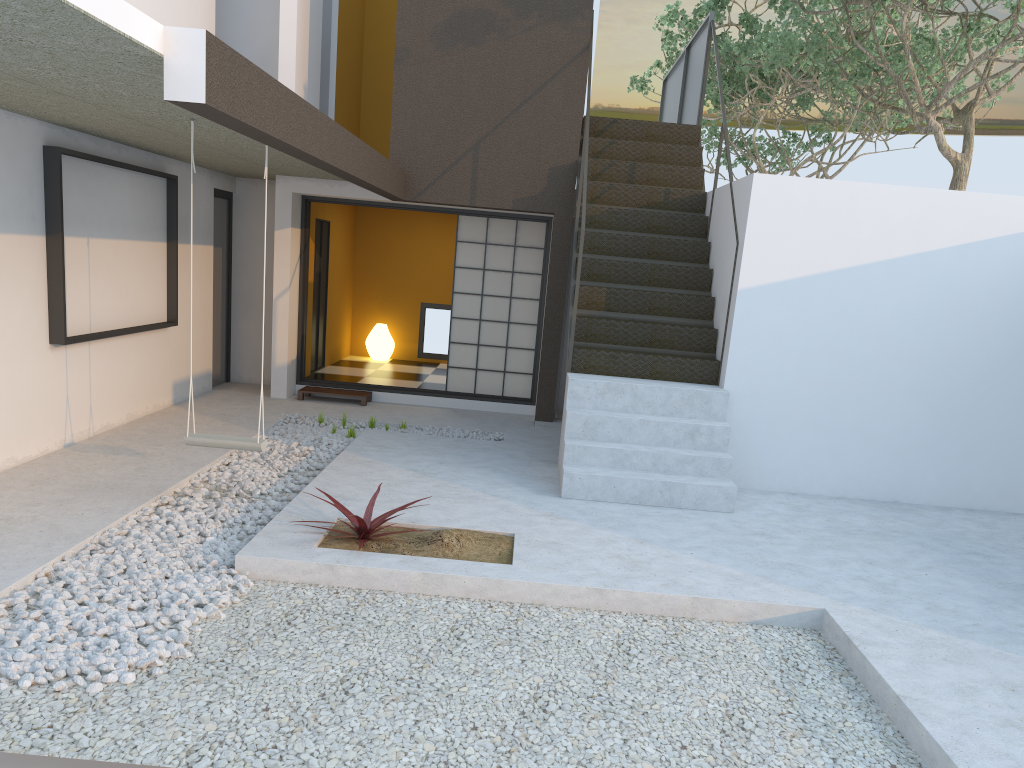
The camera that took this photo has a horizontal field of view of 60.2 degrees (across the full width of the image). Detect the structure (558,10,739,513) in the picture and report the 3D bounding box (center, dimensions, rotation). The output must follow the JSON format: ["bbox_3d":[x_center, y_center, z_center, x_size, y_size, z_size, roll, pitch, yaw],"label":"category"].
[{"bbox_3d":[1.157,-1.579,8.633,1.158,4.023,6.432,5,9,1],"label":"structure"}]

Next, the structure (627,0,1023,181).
[{"bbox_3d":[4.912,-4.304,14.026,5.512,4.798,7.164,1,10,-19],"label":"structure"}]

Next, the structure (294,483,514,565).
[{"bbox_3d":[-0.563,0.775,4.756,1.203,0.297,0.733,5,9,0],"label":"structure"}]

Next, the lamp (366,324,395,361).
[{"bbox_3d":[-1.768,-0.553,11.847,0.387,0.510,0.387,3,11,-10],"label":"lamp"}]

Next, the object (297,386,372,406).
[{"bbox_3d":[-1.840,0.124,9.204,0.703,0.103,0.344,5,8,0],"label":"object"}]

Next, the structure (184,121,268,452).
[{"bbox_3d":[-1.646,-0.537,5.115,0.462,1.905,0.126,5,13,0],"label":"structure"}]

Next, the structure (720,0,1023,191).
[{"bbox_3d":[4.147,-3.360,7.641,4.337,3.776,5.637,1,10,-19],"label":"structure"}]
